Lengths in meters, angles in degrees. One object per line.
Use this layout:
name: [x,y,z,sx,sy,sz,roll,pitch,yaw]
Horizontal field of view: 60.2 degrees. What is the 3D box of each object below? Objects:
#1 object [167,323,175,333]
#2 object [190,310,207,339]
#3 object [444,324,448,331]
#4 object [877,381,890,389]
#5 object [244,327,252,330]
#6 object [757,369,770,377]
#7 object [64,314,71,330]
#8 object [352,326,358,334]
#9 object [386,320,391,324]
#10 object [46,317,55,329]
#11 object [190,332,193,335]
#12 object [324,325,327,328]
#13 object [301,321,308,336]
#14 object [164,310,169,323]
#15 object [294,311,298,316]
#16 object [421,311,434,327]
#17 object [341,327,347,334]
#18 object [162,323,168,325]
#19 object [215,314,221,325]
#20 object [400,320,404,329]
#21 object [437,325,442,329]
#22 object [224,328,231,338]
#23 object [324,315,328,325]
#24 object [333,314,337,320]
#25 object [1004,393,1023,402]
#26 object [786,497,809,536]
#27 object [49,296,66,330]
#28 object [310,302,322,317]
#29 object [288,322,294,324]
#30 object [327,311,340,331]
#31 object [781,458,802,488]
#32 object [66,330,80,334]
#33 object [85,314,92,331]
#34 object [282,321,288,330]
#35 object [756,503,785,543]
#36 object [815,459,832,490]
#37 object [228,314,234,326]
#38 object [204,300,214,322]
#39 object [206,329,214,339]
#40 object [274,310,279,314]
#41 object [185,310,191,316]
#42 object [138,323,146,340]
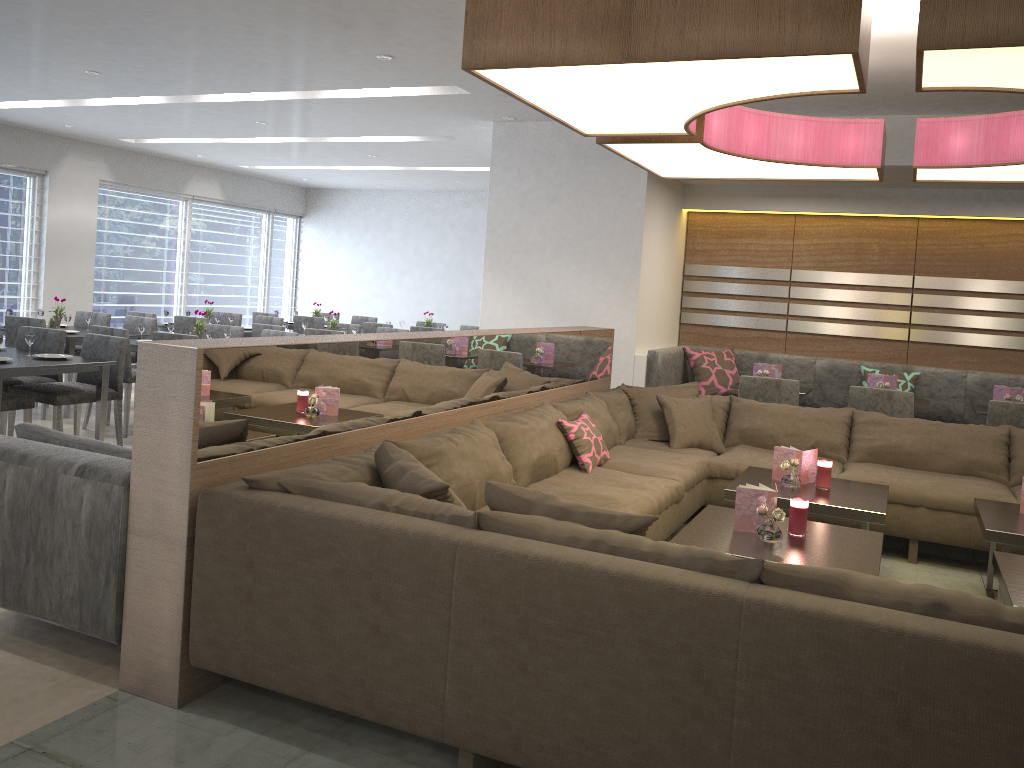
object: [-2.708,-0.417,7.017,0.053,0.139,0.053,3,2,-18]
object: [-2.372,-0.427,6.689,0.155,0.276,0.104,5,2,21]
object: [-0.749,-0.604,9.979,0.053,0.139,0.053,3,2,-18]
object: [2.488,0.041,5.952,0.110,0.125,0.092,1,4,-33]
object: [-2.699,-0.563,8.943,0.217,0.015,0.218,4,6,2]
object: [1.788,-0.040,6.258,0.107,0.125,0.095,2,4,-23]
object: [-3.608,-0.495,7.176,0.053,0.139,0.053,3,2,-24]
object: [-1.486,-0.476,8.335,0.053,0.139,0.053,3,2,-18]
object: [-1.393,-0.645,9.949,0.053,0.139,0.053,3,2,-18]
object: [-3.820,-0.507,7.334,0.070,0.099,0.204,4,5,-6]
object: [-2.439,-0.346,6.714,0.070,0.099,0.204,4,5,-6]
object: [-2.128,-0.662,10.215,0.217,0.015,0.218,4,6,2]
object: [-2.012,-0.538,8.571,0.053,0.139,0.053,3,2,-18]
object: [-3.498,-0.679,8.944,0.053,0.139,0.053,3,2,-18]
object: [-2.651,-0.826,10.833,0.053,0.139,0.053,3,2,-18]
object: [-0.944,-0.675,9.874,0.155,0.276,0.104,5,2,21]
object: [-1.541,-0.454,8.096,0.053,0.139,0.053,3,2,-18]
object: [-3.389,-0.597,8.830,0.217,0.015,0.218,4,6,2]
object: [-2.908,-0.617,8.736,0.053,0.139,0.053,3,2,-18]
object: [-1.274,-0.666,10.215,0.053,0.139,0.053,3,2,-18]
object: [-0.803,-0.582,9.741,0.053,0.139,0.053,3,2,-18]
object: [-2.183,-0.356,6.782,0.053,0.139,0.053,3,2,-18]
object: [-2.180,-0.743,10.359,0.053,0.139,0.053,3,2,-18]
object: [-2.126,-0.765,10.597,0.053,0.139,0.053,3,2,-18]
object: [3.191,0.124,5.630,0.094,0.125,0.102,3,4,-12]
object: [1.037,0.479,3.201,0.075,0.128,0.076,4,3,-4]
object: [-3.753,-0.588,7.309,0.155,0.276,0.104,5,2,21]
object: [-2.325,-0.836,10.494,0.155,0.276,0.104,5,2,21]
object: [-2.661,-0.724,10.454,0.217,0.015,0.218,4,6,2]
object: [-1.672,-0.549,8.250,0.155,0.276,0.104,5,2,21]
object: [1.273,0.404,4.036,0.102,0.131,0.092,3,3,-11]
object: [-3.557,-0.414,7.031,0.217,0.015,0.217,7,7,24]
object: [-3.553,-0.517,7.415,0.053,0.139,0.053,3,2,-24]
object: [-2.131,-0.517,8.304,0.053,0.139,0.053,3,2,-18]
object: [0.900,0.483,3.088,0.095,0.129,0.101,4,3,7]
object: [1.432,0.414,4.057,0.075,0.128,0.076,4,3,-4]
object: [-2.854,-0.639,8.974,0.053,0.139,0.053,3,2,-18]
object: [-3.054,-0.710,8.869,0.155,0.276,0.104,5,2,21]
object: [-2.238,-0.333,6.543,0.053,0.139,0.053,3,2,-18]
object: [-2.825,-0.812,10.589,0.053,0.139,0.053,3,2,-18]
object: [-3.379,-0.700,9.210,0.053,0.139,0.053,3,2,-18]
object: [-2.828,-0.396,6.751,0.053,0.139,0.053,3,2,-24]
